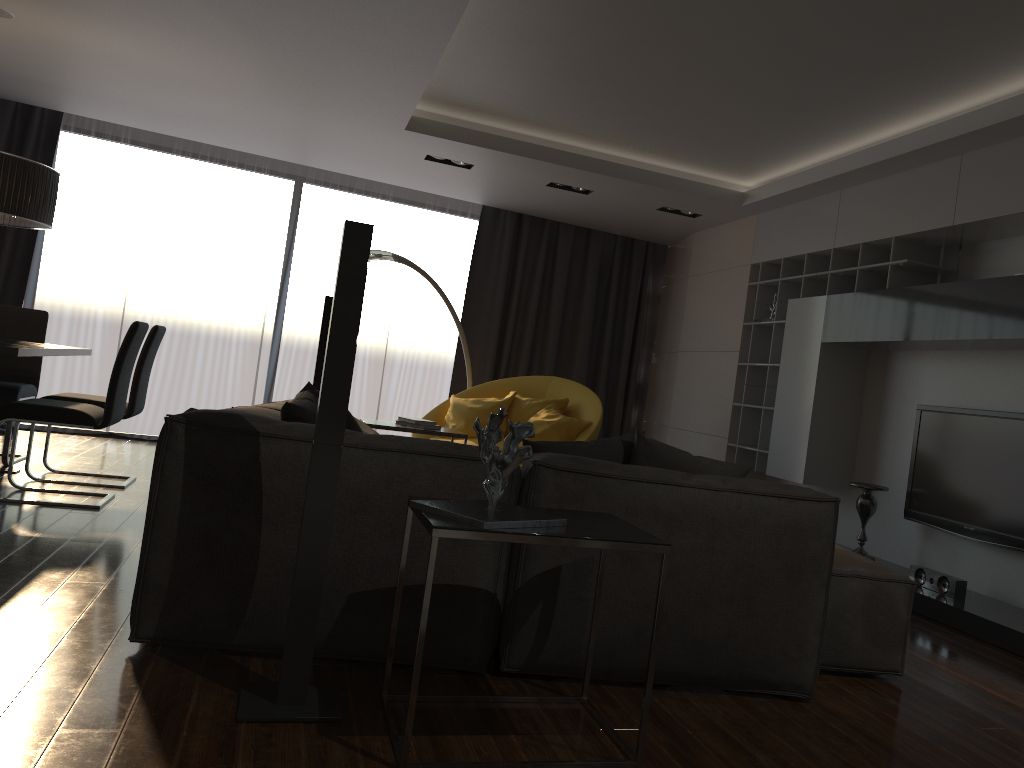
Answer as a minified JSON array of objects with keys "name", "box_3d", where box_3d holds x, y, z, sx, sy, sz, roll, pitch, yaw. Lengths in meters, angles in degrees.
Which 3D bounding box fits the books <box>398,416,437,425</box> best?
[{"name":"books","box_3d":[-0.584,0.227,5.405,0.163,0.022,0.194,8,0,-41]}]

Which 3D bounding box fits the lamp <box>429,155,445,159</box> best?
[{"name":"lamp","box_3d":[-0.557,-1.738,6.643,0.184,0.077,0.170,8,0,-22]}]

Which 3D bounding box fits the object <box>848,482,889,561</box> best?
[{"name":"object","box_3d":[2.160,0.852,5.395,0.250,0.475,0.229,8,-1,-25]}]

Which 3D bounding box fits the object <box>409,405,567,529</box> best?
[{"name":"object","box_3d":[-0.041,0.197,2.252,0.269,0.288,0.300,7,-1,43]}]

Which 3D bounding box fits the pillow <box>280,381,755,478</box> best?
[{"name":"pillow","box_3d":[-0.259,0.265,3.378,1.998,0.431,1.108,8,0,35]}]

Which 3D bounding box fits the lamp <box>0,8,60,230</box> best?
[{"name":"lamp","box_3d":[-2.832,-1.453,4.676,0.797,1.103,0.811,8,-1,7]}]

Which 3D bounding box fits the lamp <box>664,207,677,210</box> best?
[{"name":"lamp","box_3d":[1.314,-1.486,7.298,0.177,0.077,0.177,8,0,2]}]

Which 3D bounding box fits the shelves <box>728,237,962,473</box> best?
[{"name":"shelves","box_3d":[2.200,-0.102,6.134,0.391,1.601,1.863,8,-1,-14]}]

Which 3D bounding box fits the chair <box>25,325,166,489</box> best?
[{"name":"chair","box_3d":[-2.450,0.090,5.212,0.591,0.965,0.414,8,-1,-18]}]

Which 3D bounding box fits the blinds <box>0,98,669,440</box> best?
[{"name":"blinds","box_3d":[-2.083,-0.829,7.678,7.816,2.895,0.716,8,-1,-26]}]

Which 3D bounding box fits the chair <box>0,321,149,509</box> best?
[{"name":"chair","box_3d":[-2.285,0.114,4.553,0.591,0.965,0.414,8,-1,-18]}]

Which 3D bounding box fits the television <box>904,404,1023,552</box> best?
[{"name":"television","box_3d":[2.587,0.503,4.795,0.148,0.715,1.068,8,0,-14]}]

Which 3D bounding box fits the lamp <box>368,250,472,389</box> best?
[{"name":"lamp","box_3d":[0.369,0.055,8.108,4.463,1.780,0.551,8,-1,-38]}]

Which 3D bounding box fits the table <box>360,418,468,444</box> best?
[{"name":"table","box_3d":[-0.645,0.537,5.379,0.620,0.563,0.436,8,-1,-18]}]

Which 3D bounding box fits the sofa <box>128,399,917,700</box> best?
[{"name":"sofa","box_3d":[0.128,0.571,3.918,2.778,0.704,2.446,8,0,-7]}]

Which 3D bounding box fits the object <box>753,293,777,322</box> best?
[{"name":"object","box_3d":[2.054,-0.571,6.727,0.294,0.227,0.275,8,0,-17]}]

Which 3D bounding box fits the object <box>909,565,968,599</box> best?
[{"name":"object","box_3d":[2.284,1.061,4.728,0.074,0.094,0.349,8,0,-14]}]

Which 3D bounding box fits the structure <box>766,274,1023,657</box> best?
[{"name":"structure","box_3d":[2.360,0.329,5.054,0.495,1.767,2.795,8,0,-14]}]

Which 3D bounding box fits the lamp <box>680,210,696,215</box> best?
[{"name":"lamp","box_3d":[1.488,-1.462,7.360,0.179,0.077,0.175,8,0,-5]}]

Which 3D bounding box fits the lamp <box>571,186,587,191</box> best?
[{"name":"lamp","box_3d":[0.552,-1.588,7.032,0.179,0.077,0.175,8,0,-5]}]

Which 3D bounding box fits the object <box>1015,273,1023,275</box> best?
[{"name":"object","box_3d":[2.736,-0.600,4.355,0.334,0.177,0.312,8,0,-17]}]

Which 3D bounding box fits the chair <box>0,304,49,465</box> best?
[{"name":"chair","box_3d":[-3.229,-0.016,5.468,0.441,0.965,0.554,8,-1,-16]}]

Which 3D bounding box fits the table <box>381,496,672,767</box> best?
[{"name":"table","box_3d":[0.020,0.634,2.313,0.620,0.563,0.436,8,-1,-18]}]

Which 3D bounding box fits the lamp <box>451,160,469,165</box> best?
[{"name":"lamp","box_3d":[-0.383,-1.715,6.705,0.179,0.077,0.175,8,0,-5]}]

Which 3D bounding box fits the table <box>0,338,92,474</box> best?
[{"name":"table","box_3d":[-3.037,0.115,4.657,1.074,0.760,1.552,8,0,-16]}]

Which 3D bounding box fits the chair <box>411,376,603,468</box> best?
[{"name":"chair","box_3d":[-0.040,0.393,6.730,1.439,1.006,1.195,7,-1,40]}]

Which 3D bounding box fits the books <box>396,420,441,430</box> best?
[{"name":"books","box_3d":[-0.575,0.251,5.397,0.221,0.023,0.170,8,0,32]}]

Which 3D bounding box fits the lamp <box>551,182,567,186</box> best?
[{"name":"lamp","box_3d":[0.378,-1.612,6.970,0.177,0.077,0.177,8,0,2]}]
